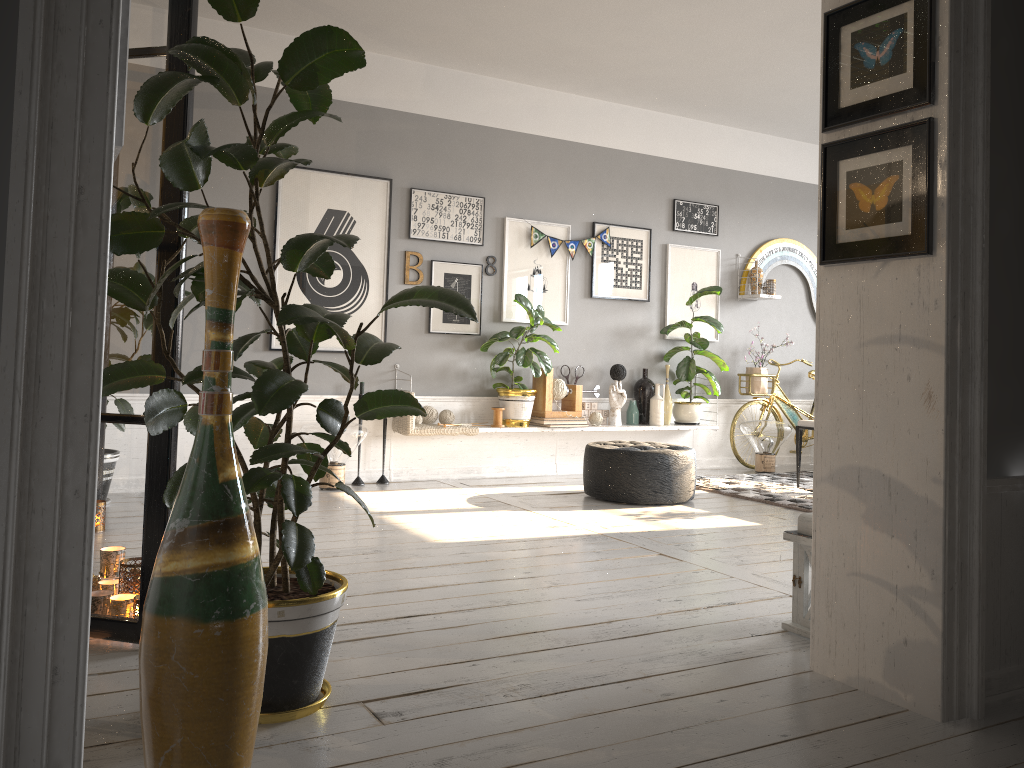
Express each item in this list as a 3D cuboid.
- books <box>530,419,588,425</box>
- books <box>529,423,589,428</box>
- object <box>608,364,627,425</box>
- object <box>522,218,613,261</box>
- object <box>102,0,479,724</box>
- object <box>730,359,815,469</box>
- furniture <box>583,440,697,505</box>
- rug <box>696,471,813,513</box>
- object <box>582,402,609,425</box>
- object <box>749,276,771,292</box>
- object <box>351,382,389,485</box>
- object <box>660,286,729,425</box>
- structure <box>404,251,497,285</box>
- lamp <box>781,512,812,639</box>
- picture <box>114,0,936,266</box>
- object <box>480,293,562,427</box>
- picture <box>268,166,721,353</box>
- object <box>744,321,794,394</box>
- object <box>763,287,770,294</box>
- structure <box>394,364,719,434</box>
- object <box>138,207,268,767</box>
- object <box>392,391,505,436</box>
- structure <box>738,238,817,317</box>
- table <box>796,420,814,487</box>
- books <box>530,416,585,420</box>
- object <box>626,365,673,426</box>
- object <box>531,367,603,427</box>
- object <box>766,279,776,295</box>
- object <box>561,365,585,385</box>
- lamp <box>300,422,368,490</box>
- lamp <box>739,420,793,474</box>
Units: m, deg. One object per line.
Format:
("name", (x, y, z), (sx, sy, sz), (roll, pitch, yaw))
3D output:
("books", (0.340, 0.280, 6.675), (0.383, 0.029, 0.260), (1, 2, -28))
("books", (0.348, 0.305, 6.684), (0.367, 0.021, 0.296), (1, 2, -35))
("object", (0.826, 0.083, 6.974), (0.155, 0.484, 0.136), (3, -2, -29))
("object", (0.434, -1.135, 6.937), (0.913, 0.340, 0.057), (1, -2, -30))
("object", (-1.474, -0.167, 3.571), (1.010, 1.797, 3.897), (3, 0, -30))
("object", (2.581, 0.262, 7.902), (1.623, 0.972, 0.426), (1, -1, -38))
("furniture", (0.836, 0.566, 5.808), (0.734, 0.357, 0.735), (1, 1, -42))
("rug", (2.461, 0.778, 6.038), (1.768, 0.034, 2.527), (1, 2, -29))
("object", (0.639, 0.231, 6.974), (0.264, 0.174, 0.078), (2, -2, -23))
("object", (2.151, -0.857, 7.675), (0.197, 0.166, 0.060), (2, -2, 5))
("object", (-0.951, 0.328, 6.036), (0.279, 0.703, 0.091), (3, -3, -37))
("object", (1.504, -0.239, 7.304), (0.567, 1.153, 0.414), (2, -2, 10))
("structure", (-0.441, -0.835, 6.474), (0.738, 0.263, 0.024), (1, -2, -29))
("lamp", (1.105, 0.588, 2.922), (0.286, 0.478, 0.286), (3, -2, -30))
("picture", (0.165, -0.732, 1.989), (1.943, 0.754, 0.358), (1, -1, -29))
("object", (0.070, -0.170, 6.471), (0.509, 0.966, 0.545), (3, -2, -44))
("picture", (-0.400, -0.879, 4.187), (7.284, 1.798, 4.040), (1, 1, -29))
("object", (2.257, -0.222, 7.707), (0.488, 0.643, 0.253), (2, -2, -11))
("object", (2.254, -0.819, 7.838), (0.062, 0.082, 0.062), (1, -1, 37))
("structure", (0.448, 0.129, 6.777), (2.772, 0.487, 0.308), (1, -1, -29))
("object", (-0.535, 0.250, 1.569), (0.215, 1.126, 0.215), (3, -3, -35))
("object", (-0.425, 0.207, 6.260), (0.784, 0.307, 0.329), (1, 0, -28))
("structure", (2.935, -0.857, 8.202), (2.019, 0.958, 0.267), (1, -2, -29))
("table", (2.716, 0.548, 5.927), (0.731, 0.512, 1.456), (2, 1, -29))
("books", (0.333, 0.258, 6.683), (0.378, 0.017, 0.229), (1, 2, -32))
("object", (1.109, 0.084, 7.114), (0.332, 0.489, 0.285), (1, -1, 21))
("object", (0.447, 0.101, 6.744), (0.545, 0.441, 0.238), (2, -1, -29))
("object", (2.271, -0.844, 7.759), (0.085, 0.140, 0.086), (3, -2, -37))
("object", (0.469, 0.084, 6.924), (0.221, 0.465, 0.019), (3, -3, -29))
("lamp", (-1.163, 0.462, 5.752), (0.432, 0.438, 0.432), (2, 0, -7))
("lamp", (2.121, 0.524, 7.404), (0.432, 0.438, 0.432), (2, 0, 2))
